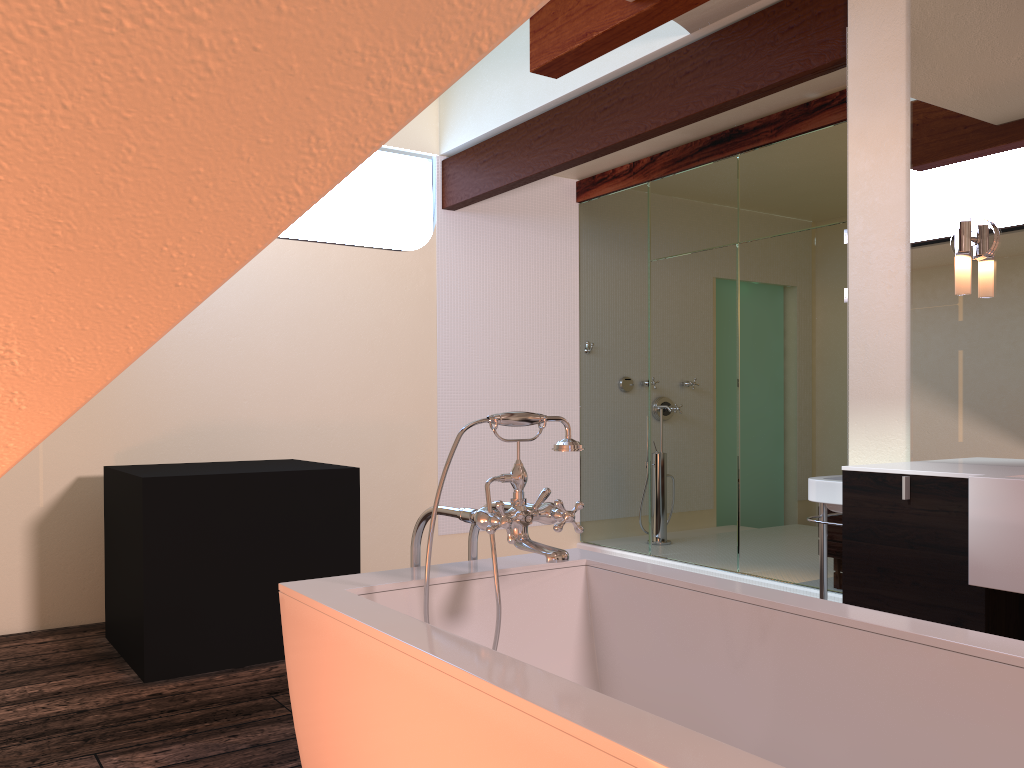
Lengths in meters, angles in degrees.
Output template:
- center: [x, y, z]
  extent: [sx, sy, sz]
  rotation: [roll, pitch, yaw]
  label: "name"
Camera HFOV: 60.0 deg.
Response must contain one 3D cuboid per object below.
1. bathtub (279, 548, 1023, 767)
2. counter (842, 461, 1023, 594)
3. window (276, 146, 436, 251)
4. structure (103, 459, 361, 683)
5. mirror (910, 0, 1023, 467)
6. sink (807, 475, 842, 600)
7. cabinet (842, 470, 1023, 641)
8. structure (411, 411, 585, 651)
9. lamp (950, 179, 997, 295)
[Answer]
- center: [0.461, 0.788, 1.176]
  extent: [0.798, 0.694, 2.216]
  rotation: [0, -1, -34]
  label: "bathtub"
- center: [1.590, 0.388, 1.868]
  extent: [0.442, 0.296, 1.856]
  rotation: [0, -2, -34]
  label: "counter"
- center: [-0.362, -1.222, 3.248]
  extent: [2.107, 0.676, 3.518]
  rotation: [1, -2, -34]
  label: "window"
- center: [-1.228, 0.830, 3.851]
  extent: [0.869, 0.861, 0.800]
  rotation: [0, -1, -34]
  label: "structure"
- center: [2.150, -0.692, 1.427]
  extent: [0.011, 1.844, 3.235]
  rotation: [-1, -1, -34]
  label: "mirror"
- center: [1.431, 0.787, 3.391]
  extent: [0.681, 0.785, 0.346]
  rotation: [0, 0, -34]
  label: "sink"
- center: [1.615, 0.715, 1.888]
  extent: [0.386, 0.923, 1.856]
  rotation: [0, -1, -34]
  label: "cabinet"
- center: [-0.054, 0.628, 1.978]
  extent: [0.384, 1.120, 0.554]
  rotation: [0, 0, -20]
  label: "structure"
- center: [1.320, -0.470, 2.571]
  extent: [0.083, 0.365, 0.131]
  rotation: [-1, 0, -34]
  label: "lamp"
